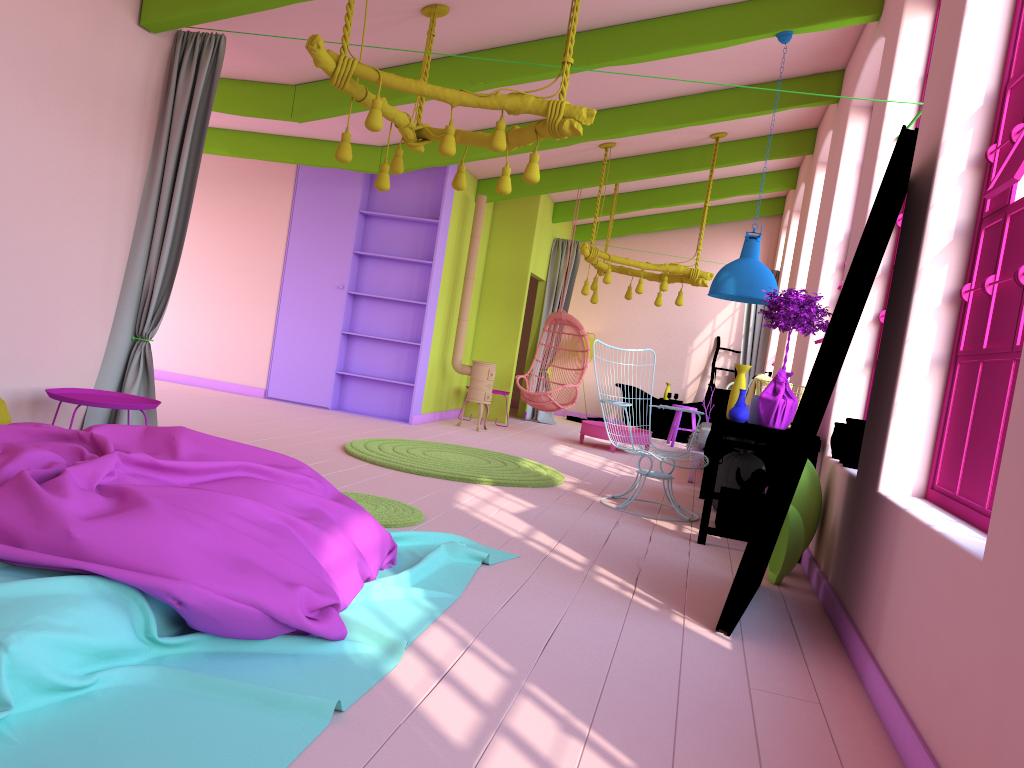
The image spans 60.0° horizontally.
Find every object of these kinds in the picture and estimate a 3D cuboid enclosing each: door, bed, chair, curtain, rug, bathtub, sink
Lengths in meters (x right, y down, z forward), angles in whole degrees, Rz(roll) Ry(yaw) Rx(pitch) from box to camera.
[{"bbox_3d":[1.463,0.035,4.209,0.449,2.212,1.153,10,3,22],"label":"door"},{"bbox_3d":[-1.625,0.454,3.252,2.801,0.514,3.575,9,3,12],"label":"bed"},{"bbox_3d":[0.665,-1.183,11.479,0.859,3.131,0.806,11,4,32],"label":"chair"},{"bbox_3d":[0.604,-0.820,13.303,0.518,2.787,0.524,8,3,-7],"label":"curtain"},{"bbox_3d":[-0.489,0.665,7.670,1.889,0.050,1.887,9,3,-1],"label":"rug"},{"bbox_3d":[3.430,-0.294,12.695,0.518,2.787,0.525,11,4,31],"label":"curtain"},{"bbox_3d":[1.096,0.350,6.852,1.079,1.239,0.924,6,4,-43],"label":"chair"},{"bbox_3d":[-0.912,0.722,5.161,0.792,0.021,0.792,9,3,-6],"label":"rug"},{"bbox_3d":[2.505,0.497,13.991,1.888,0.740,0.826,9,3,12],"label":"bathtub"},{"bbox_3d":[2.457,0.616,12.873,0.473,0.593,0.446,8,3,-19],"label":"chair"},{"bbox_3d":[1.860,0.155,7.384,0.340,0.194,0.609,9,3,12],"label":"sink"},{"bbox_3d":[-2.272,-0.913,5.638,0.518,2.787,0.524,8,3,-7],"label":"curtain"}]

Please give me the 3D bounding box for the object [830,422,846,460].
[{"bbox_3d":[2.042,0.355,5.420,0.182,0.223,0.182,8,3,-11],"label":"object"}]

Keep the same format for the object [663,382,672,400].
[{"bbox_3d":[2.443,0.140,13.965,0.097,0.321,0.097,10,3,23],"label":"object"}]

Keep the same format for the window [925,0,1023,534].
[{"bbox_3d":[1.888,-0.970,3.042,0.214,3.011,1.513,10,3,12],"label":"window"}]

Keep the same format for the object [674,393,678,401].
[{"bbox_3d":[2.573,0.235,13.938,0.069,0.170,0.069,11,4,31],"label":"object"}]

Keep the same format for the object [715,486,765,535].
[{"bbox_3d":[1.724,0.949,6.439,0.446,0.277,0.521,9,3,12],"label":"object"}]

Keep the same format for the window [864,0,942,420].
[{"bbox_3d":[2.281,-1.002,4.908,0.072,3.049,1.274,10,3,12],"label":"window"}]

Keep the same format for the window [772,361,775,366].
[{"bbox_3d":[3.725,-1.068,11.586,0.551,3.011,1.513,10,3,12],"label":"window"}]

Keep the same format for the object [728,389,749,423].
[{"bbox_3d":[1.503,0.144,5.838,0.132,0.219,0.132,11,3,29],"label":"object"}]

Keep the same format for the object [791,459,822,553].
[{"bbox_3d":[1.716,0.771,5.264,0.218,0.734,0.451,10,3,12],"label":"object"}]

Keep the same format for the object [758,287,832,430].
[{"bbox_3d":[1.829,-0.173,5.908,0.441,0.951,0.502,7,3,-28],"label":"object"}]

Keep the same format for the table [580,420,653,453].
[{"bbox_3d":[1.283,0.669,11.027,0.884,0.286,0.886,11,3,38],"label":"table"}]

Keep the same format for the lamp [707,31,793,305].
[{"bbox_3d":[1.895,-1.624,6.641,0.528,2.003,0.529,12,4,43],"label":"lamp"}]

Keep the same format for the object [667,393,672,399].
[{"bbox_3d":[2.443,0.221,13.799,0.069,0.170,0.069,11,4,31],"label":"object"}]

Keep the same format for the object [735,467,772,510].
[{"bbox_3d":[1.800,0.860,6.569,0.300,0.448,0.671,8,3,-12],"label":"object"}]

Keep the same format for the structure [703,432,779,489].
[{"bbox_3d":[2.133,0.647,8.217,0.718,0.845,0.717,8,3,-21],"label":"structure"}]

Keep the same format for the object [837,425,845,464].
[{"bbox_3d":[1.979,0.359,5.129,0.182,0.223,0.182,9,3,-6],"label":"object"}]

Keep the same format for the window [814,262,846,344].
[{"bbox_3d":[2.690,-1.014,6.783,0.492,3.005,1.497,10,3,12],"label":"window"}]

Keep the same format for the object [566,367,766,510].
[{"bbox_3d":[1.639,0.067,11.118,2.825,1.581,7.863,9,3,13],"label":"object"}]

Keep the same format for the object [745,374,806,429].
[{"bbox_3d":[1.968,0.121,6.671,0.444,0.369,0.633,9,3,12],"label":"object"}]

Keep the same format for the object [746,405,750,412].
[{"bbox_3d":[1.743,0.216,6.517,0.065,0.118,0.065,7,3,-29],"label":"object"}]

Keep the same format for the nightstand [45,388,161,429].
[{"bbox_3d":[-2.315,0.290,4.976,0.596,0.459,0.595,6,4,-41],"label":"nightstand"}]

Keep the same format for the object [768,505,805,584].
[{"bbox_3d":[1.555,0.895,4.966,0.137,0.463,0.284,9,3,-3],"label":"object"}]

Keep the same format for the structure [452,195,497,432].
[{"bbox_3d":[-0.325,-0.854,10.842,0.576,2.816,0.403,11,4,29],"label":"structure"}]

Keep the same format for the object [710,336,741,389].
[{"bbox_3d":[3.502,0.121,14.516,0.603,1.766,0.410,10,3,12],"label":"object"}]

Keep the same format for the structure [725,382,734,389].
[{"bbox_3d":[3.489,0.506,13.758,0.254,1.062,0.451,7,4,-35],"label":"structure"}]

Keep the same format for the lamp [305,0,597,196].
[{"bbox_3d":[-0.302,-2.297,5.594,1.611,2.266,1.774,9,3,-6],"label":"lamp"}]

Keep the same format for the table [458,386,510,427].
[{"bbox_3d":[-0.351,0.293,11.733,0.596,0.459,0.595,6,4,-41],"label":"table"}]

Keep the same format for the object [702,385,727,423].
[{"bbox_3d":[2.946,0.478,13.114,0.277,0.988,0.451,7,4,-34],"label":"object"}]

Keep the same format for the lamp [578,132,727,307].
[{"bbox_3d":[1.556,-2.045,10.868,1.611,2.266,1.774,9,3,-6],"label":"lamp"}]

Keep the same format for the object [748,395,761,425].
[{"bbox_3d":[1.686,0.178,6.074,0.109,0.197,0.109,6,4,-41],"label":"object"}]

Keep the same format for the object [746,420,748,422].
[{"bbox_3d":[1.666,0.230,6.466,0.137,0.076,0.076,11,3,32],"label":"object"}]

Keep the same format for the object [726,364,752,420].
[{"bbox_3d":[1.539,0.059,6.032,0.116,0.383,0.115,8,3,-14],"label":"object"}]

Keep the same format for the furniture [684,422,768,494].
[{"bbox_3d":[2.487,0.770,10.475,0.907,0.507,3.775,9,3,12],"label":"furniture"}]

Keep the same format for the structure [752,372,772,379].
[{"bbox_3d":[2.060,0.087,7.365,0.166,0.397,0.087,10,3,21],"label":"structure"}]

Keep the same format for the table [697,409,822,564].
[{"bbox_3d":[1.811,0.674,6.743,0.655,0.821,2.192,10,3,12],"label":"table"}]

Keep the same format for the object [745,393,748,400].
[{"bbox_3d":[1.785,0.166,6.893,0.109,0.197,0.109,9,3,4],"label":"object"}]

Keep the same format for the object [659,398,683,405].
[{"bbox_3d":[2.506,0.283,13.987,0.360,0.068,1.323,9,3,12],"label":"object"}]

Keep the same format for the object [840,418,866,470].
[{"bbox_3d":[1.941,0.337,4.922,0.223,0.272,0.223,9,3,-1],"label":"object"}]

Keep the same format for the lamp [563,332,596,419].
[{"bbox_3d":[1.090,-0.153,14.925,0.491,1.467,0.477,12,4,42],"label":"lamp"}]

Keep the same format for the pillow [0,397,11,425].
[{"bbox_3d":[-2.705,0.121,3.215,0.848,0.823,2.616,9,3,2],"label":"pillow"}]

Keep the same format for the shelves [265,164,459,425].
[{"bbox_3d":[-1.785,-1.196,10.394,1.841,3.106,0.384,10,3,12],"label":"shelves"}]
